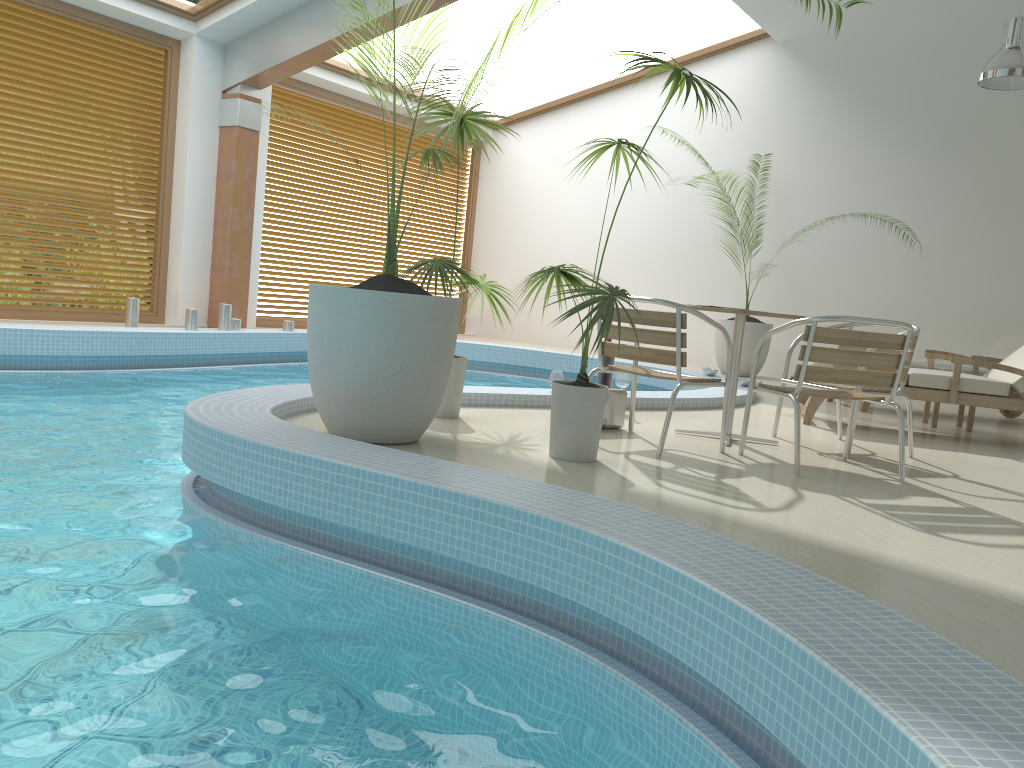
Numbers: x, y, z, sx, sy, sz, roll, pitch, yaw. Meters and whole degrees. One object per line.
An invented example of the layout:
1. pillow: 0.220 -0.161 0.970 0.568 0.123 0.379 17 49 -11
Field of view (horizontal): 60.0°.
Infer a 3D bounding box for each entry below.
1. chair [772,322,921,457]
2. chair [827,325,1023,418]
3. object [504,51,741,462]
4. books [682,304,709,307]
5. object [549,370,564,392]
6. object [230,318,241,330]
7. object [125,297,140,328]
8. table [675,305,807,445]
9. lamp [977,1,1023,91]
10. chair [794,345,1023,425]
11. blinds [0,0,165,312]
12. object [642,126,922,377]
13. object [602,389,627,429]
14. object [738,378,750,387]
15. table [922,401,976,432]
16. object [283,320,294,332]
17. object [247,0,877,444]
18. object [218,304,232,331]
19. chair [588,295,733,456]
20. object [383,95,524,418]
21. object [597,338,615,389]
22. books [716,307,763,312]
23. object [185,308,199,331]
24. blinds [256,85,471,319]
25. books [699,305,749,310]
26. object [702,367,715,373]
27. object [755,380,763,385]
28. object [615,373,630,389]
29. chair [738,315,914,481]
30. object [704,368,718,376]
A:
1. chair: 1.908 -0.005 5.043 0.563 0.727 0.618 3 6 -23
2. chair: 3.878 -0.146 7.761 1.903 0.866 0.861 5 6 -4
3. object: 0.432 -0.506 3.788 0.791 1.695 1.059 3 6 -20
4. books: 1.056 -0.432 4.929 0.241 0.004 0.166 4 6 -15
5. object: 0.293 -0.017 5.847 0.102 0.137 0.102 11 8 43
6. object: -2.761 -0.596 8.842 0.115 0.107 0.115 5 6 -7
7. object: -3.541 -0.642 8.272 0.115 0.320 0.115 5 6 -7
8. table: 1.230 -0.049 4.928 0.700 0.720 0.700 1 7 -36
9. lamp: 4.400 -3.572 7.579 0.506 1.958 0.505 9 7 34
10. chair: 3.040 -0.072 6.184 1.903 0.866 0.861 7 6 12
11. blinds: -4.978 -2.086 8.001 0.095 2.921 4.200 9 7 34
12. object: 2.933 -1.549 10.291 2.979 2.960 2.729 5 6 -1
13. object: 0.499 0.134 4.890 0.272 0.223 0.081 1 7 -36
14. object: 2.077 -0.012 7.892 0.140 0.069 0.140 6 6 3
15. table: 3.354 0.206 6.810 0.283 0.255 0.320 7 6 12
16. object: -2.379 -0.618 9.438 0.115 0.107 0.115 5 6 -7
17. object: -0.384 -1.246 3.960 2.729 2.960 2.979 1 7 -38
18. object: -2.784 -0.648 8.598 0.115 0.254 0.115 4 6 -15
19. chair: 0.728 -0.063 4.474 0.563 0.727 0.618 0 8 -43
20. object: -0.358 -0.683 4.800 0.791 1.695 1.059 8 6 21
21. object: 0.637 -0.147 5.960 0.109 0.435 0.109 3 6 -21
22. books: 1.238 -0.402 4.805 0.241 0.004 0.166 4 6 -15
23. object: -2.961 -0.596 8.204 0.115 0.194 0.115 4 6 -15
24. blinds: -2.045 -2.224 12.279 0.095 2.921 4.414 9 7 34
25. books: 1.152 -0.420 4.864 0.241 0.004 0.166 4 6 -15
26. object: 1.994 -0.127 8.979 0.140 0.069 0.140 6 6 3
27. object: 2.446 0.003 8.914 0.140 0.069 0.140 6 6 3
28. object: 0.780 -0.012 6.265 0.102 0.137 0.102 11 8 43
29. chair: 1.517 0.035 4.261 0.618 0.727 0.563 4 6 -14
30. object: 1.971 -0.112 8.798 0.140 0.069 0.140 6 6 3
